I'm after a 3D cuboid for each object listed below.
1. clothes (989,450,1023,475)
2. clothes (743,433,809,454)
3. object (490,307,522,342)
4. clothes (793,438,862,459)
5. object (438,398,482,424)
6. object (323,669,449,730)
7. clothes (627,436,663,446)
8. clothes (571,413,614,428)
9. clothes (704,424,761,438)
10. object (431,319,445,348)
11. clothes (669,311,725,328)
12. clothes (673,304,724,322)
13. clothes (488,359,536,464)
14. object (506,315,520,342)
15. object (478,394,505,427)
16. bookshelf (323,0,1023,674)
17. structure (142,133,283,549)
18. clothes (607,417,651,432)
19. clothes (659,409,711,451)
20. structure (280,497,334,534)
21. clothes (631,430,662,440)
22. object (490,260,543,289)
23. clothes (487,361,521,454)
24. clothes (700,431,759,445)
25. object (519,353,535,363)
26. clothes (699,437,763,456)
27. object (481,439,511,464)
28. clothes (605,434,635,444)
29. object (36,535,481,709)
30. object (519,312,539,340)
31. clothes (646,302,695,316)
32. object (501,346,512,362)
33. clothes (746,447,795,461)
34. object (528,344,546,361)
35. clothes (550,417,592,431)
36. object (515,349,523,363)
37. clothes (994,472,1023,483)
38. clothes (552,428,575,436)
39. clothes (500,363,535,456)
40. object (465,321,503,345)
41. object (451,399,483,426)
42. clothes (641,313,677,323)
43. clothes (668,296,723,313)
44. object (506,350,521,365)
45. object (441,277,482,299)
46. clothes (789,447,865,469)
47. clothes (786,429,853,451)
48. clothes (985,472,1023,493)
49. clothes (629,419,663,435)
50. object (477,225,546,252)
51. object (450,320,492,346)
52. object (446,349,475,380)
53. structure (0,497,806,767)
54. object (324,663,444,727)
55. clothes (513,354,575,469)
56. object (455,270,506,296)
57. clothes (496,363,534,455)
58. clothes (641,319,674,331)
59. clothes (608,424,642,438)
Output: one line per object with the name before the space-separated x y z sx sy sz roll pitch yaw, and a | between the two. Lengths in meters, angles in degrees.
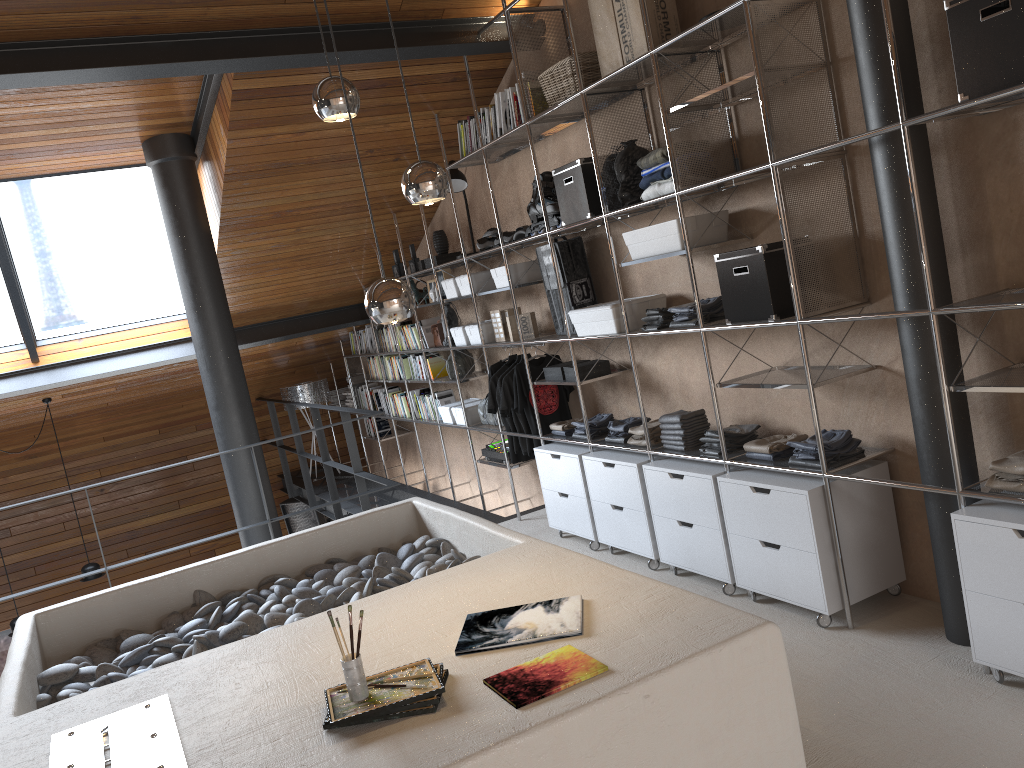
clothes | 1.592 0.227 2.695 0.212 0.047 0.187 -14 7 -25
clothes | 1.111 0.244 3.712 0.221 0.050 0.196 -14 7 -23
object | -0.021 -0.387 5.717 0.142 0.205 0.196 -15 7 -27
clothes | 1.225 0.253 3.473 0.215 0.047 0.191 -14 7 -25
object | -0.383 0.206 6.758 0.295 0.136 0.228 -14 7 -25
object | -0.306 0.777 2.191 0.276 0.013 0.207 -11 6 6
clothes | 0.735 0.265 4.497 0.238 0.053 0.212 -15 7 -27
clothes | 0.465 0.210 5.030 0.200 0.052 0.194 -14 7 -24
clothes | 0.988 0.214 4.011 0.200 0.052 0.194 -14 7 -24
object | -0.530 -0.390 6.735 0.082 0.202 0.227 -9 7 26
clothes | 0.859 -0.298 3.979 0.243 0.045 0.208 -14 7 -25
clothes | 0.840 -0.319 3.966 0.215 0.047 0.191 -14 7 -25
clothes | 0.058 0.161 5.804 0.424 0.689 0.090 -14 7 -27
object | 0.021 -0.346 5.496 0.074 0.156 0.078 -13 6 -10
object | -0.099 0.159 6.146 0.166 0.247 0.376 -15 7 -28
bookshelf | 0.517 0.510 5.180 0.421 6.218 10.738 -14 7 -25
structure | -1.625 1.129 5.963 1.197 5.699 1.689 -14 7 -25
clothes | 0.629 0.208 4.710 0.204 0.049 0.184 -14 7 -26
clothes | 0.828 0.214 4.227 0.184 0.172 0.201 -14 6 -23
structure | -2.150 1.535 9.730 0.461 0.735 0.488 -9 7 24
clothes | 0.721 0.241 4.472 0.229 0.052 0.199 -14 6 -22
object | 0.049 -0.673 5.423 0.290 0.124 0.222 -14 7 -25
clothes | 0.057 0.142 5.758 0.488 0.586 0.074 -15 7 -32
clothes | 0.994 0.243 4.031 0.215 0.047 0.191 -14 7 -26
object | 0.094 -0.150 5.566 0.387 0.197 0.009 -15 7 -29
clothes | 0.984 0.270 4.023 0.243 0.045 0.208 -14 7 -26
object | 0.006 0.456 6.174 0.320 0.114 0.404 -14 7 -25
clothes | 0.637 0.262 4.725 0.242 0.048 0.207 -15 7 -28
object | -0.935 0.969 3.496 1.842 0.246 1.435 -14 7 -25
object | 0.106 -0.357 5.433 0.074 0.156 0.078 -9 6 24
clothes | 0.750 -0.352 4.204 0.200 0.052 0.194 -14 7 -24
object | -0.015 -0.193 5.774 0.283 0.118 0.016 -14 7 -25
clothes | 1.129 0.272 3.723 0.248 0.043 0.190 -13 6 -17
object | 0.147 -0.191 5.443 0.283 0.118 0.016 -14 7 -25
clothes | 0.357 0.232 5.255 0.221 0.050 0.196 -14 7 -23
object | 0.065 -0.151 5.624 0.387 0.197 0.009 -15 7 -29
clothes | 1.595 0.254 2.684 0.229 0.052 0.199 -14 6 -22
clothes | 0.375 0.260 5.266 0.248 0.043 0.190 -13 6 -17
clothes | 0.140 0.144 5.589 0.488 0.586 0.074 -15 7 -32
object | -0.135 -0.355 5.954 0.295 0.136 0.228 -14 7 -25
object | -0.265 0.208 6.517 0.295 0.136 0.228 -14 7 -25
clothes | 0.756 -0.323 4.224 0.215 0.047 0.191 -14 7 -26
clothes | 0.833 -0.350 3.980 0.200 0.052 0.194 -14 7 -24
object | 0.012 -0.152 5.734 0.387 0.197 0.009 -15 7 -29
object | -0.311 -0.684 6.155 0.295 0.136 0.228 -14 7 -25
clothes | 1.245 0.274 3.486 0.243 0.045 0.208 -14 7 -25
clothes | 1.219 0.222 3.487 0.200 0.052 0.194 -14 7 -24
clothes | 1.608 0.279 2.710 0.238 0.053 0.212 -15 7 -27
clothes | 0.718 0.213 4.482 0.212 0.047 0.187 -14 7 -25
object | -0.018 -0.919 5.440 0.286 0.141 0.657 -15 7 -32
object | -0.252 -0.357 6.193 0.295 0.136 0.228 -14 7 -25
object | -0.391 -0.173 6.621 0.166 0.240 0.390 -11 6 7
structure | -1.901 1.110 2.406 4.615 1.120 2.634 -14 7 -25
object | -0.309 0.765 2.190 0.276 0.013 0.207 -12 6 -1
clothes | 0.220 0.163 5.473 0.424 0.689 0.090 -14 7 -27
object | -0.197 -0.683 5.921 0.295 0.136 0.228 -14 7 -25
clothes | 0.138 0.136 5.662 0.488 0.586 0.074 -15 7 -32
clothes | 0.746 -0.296 4.216 0.243 0.045 0.208 -14 7 -26
clothes | 0.618 0.240 4.709 0.203 0.053 0.198 -14 6 -22
